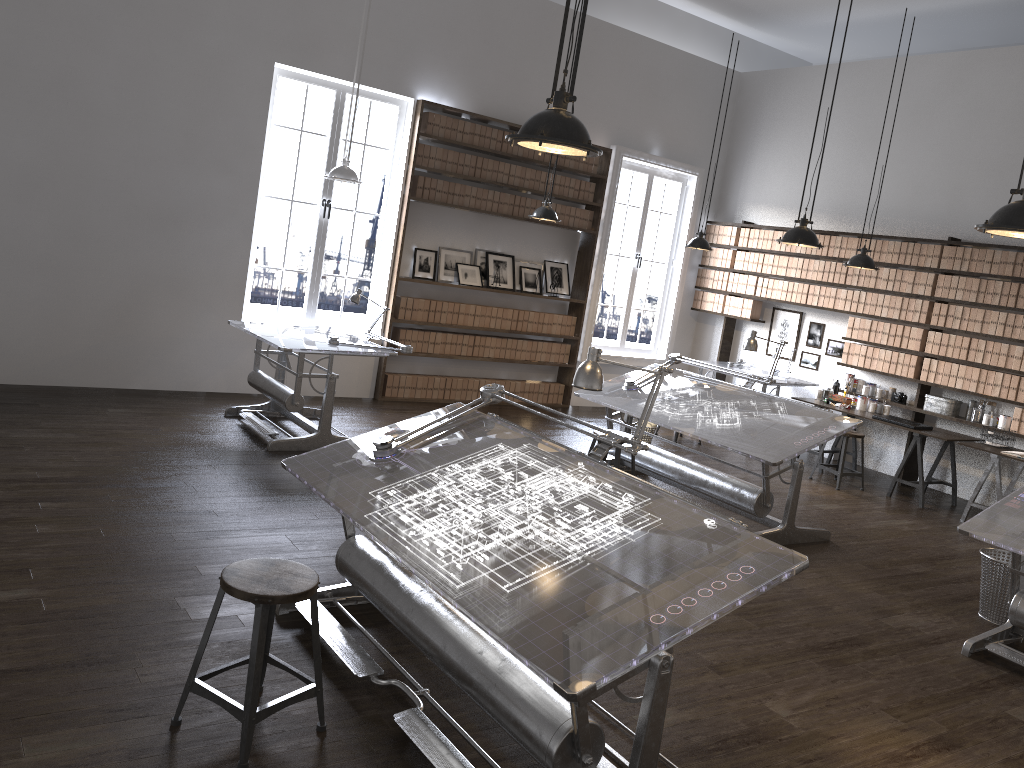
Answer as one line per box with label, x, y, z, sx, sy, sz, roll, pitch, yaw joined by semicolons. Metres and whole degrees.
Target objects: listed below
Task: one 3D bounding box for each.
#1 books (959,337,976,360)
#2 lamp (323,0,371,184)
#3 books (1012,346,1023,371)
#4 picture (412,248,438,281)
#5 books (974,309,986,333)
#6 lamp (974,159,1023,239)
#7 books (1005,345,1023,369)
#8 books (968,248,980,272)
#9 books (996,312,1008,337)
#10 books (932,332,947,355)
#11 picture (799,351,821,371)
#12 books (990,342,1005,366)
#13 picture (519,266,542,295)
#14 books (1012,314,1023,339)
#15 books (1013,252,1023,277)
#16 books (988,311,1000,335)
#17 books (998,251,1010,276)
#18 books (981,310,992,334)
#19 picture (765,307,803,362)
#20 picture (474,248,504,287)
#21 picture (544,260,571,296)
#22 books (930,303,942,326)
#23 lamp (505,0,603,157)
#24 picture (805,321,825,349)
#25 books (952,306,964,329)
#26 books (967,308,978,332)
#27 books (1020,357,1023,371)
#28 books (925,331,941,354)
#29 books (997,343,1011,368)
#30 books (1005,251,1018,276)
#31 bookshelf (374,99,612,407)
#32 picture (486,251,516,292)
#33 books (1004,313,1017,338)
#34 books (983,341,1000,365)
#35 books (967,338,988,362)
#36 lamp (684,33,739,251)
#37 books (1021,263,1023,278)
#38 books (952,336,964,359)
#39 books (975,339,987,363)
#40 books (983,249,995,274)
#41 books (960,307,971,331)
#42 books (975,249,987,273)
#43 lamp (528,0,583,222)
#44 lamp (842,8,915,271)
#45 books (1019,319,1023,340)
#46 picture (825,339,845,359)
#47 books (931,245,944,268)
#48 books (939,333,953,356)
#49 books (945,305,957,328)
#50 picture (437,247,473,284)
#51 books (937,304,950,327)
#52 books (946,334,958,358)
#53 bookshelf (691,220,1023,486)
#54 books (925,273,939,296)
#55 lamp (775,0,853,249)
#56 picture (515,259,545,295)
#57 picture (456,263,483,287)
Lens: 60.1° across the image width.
books;4.305;-0.323;8.332;0.174;0.225;0.067;4;7;-35
lamp;-1.163;-2.709;6.910;0.312;2.241;0.312;13;7;34
books;4.578;-0.221;7.940;0.174;0.224;0.067;4;7;-35
picture;-0.906;-1.245;9.218;0.266;0.313;0.058;4;7;-35
books;4.393;-0.577;8.240;0.174;0.225;0.067;4;7;-35
lamp;1.989;-1.624;3.044;0.312;2.254;0.313;8;6;-11
books;4.544;-0.234;7.992;0.174;0.224;0.067;4;7;-35
books;4.389;-1.153;8.331;0.174;0.224;0.067;4;7;-35
books;4.507;-0.535;8.077;0.174;0.225;0.067;4;7;-35
books;4.150;-0.381;8.555;0.174;0.224;0.067;4;7;-35
picture;3.349;-0.262;9.957;0.023;0.182;0.253;5;8;-35
books;4.470;-0.262;8.102;0.174;0.224;0.067;4;7;-35
picture;0.212;-1.161;9.942;0.289;0.289;0.128;4;8;-35
books;4.590;-0.505;7.967;0.174;0.224;0.067;4;7;-35
books;4.617;-1.067;7.998;0.174;0.224;0.067;4;7;-35
books;4.468;-0.550;8.137;0.174;0.224;0.067;4;7;-35
books;4.541;-1.095;8.106;0.174;0.224;0.067;4;7;-35
books;4.434;-0.563;8.189;0.174;0.224;0.067;4;7;-35
picture;3.150;-0.579;10.259;0.040;0.572;0.418;5;8;-35
picture;-0.252;-1.251;9.654;0.368;0.404;0.092;4;7;-35
picture;0.519;-1.215;10.161;0.342;0.362;0.162;4;8;-35
books;4.158;-0.667;8.593;0.174;0.224;0.067;4;7;-35
lamp;0.307;-1.848;2.704;0.312;2.241;0.312;13;7;34
picture;3.401;-0.547;9.921;0.022;0.283;0.203;5;8;-36
books;4.277;-0.621;8.411;0.174;0.224;0.067;4;7;-35
books;4.360;-0.591;8.299;0.174;0.224;0.067;4;7;-35
books;4.617;-0.206;7.880;0.174;0.225;0.067;4;7;-35
books;4.112;-0.396;8.616;0.174;0.224;0.067;4;7;-35
books;4.503;-0.248;8.044;0.174;0.225;0.067;4;7;-35
books;4.575;-1.081;8.049;0.174;0.225;0.067;4;7;-35
bookshelf;-0.274;-0.937;9.664;2.468;3.705;0.415;5;7;-35
picture;-0.122;-1.228;9.685;0.372;0.389;0.150;4;8;-35
books;4.549;-0.520;8.022;0.174;0.224;0.067;4;7;-35
books;4.431;-0.277;8.159;0.174;0.224;0.067;4;7;-35
books;4.352;-0.307;8.275;0.174;0.224;0.067;4;7;-35
lamp;2.148;-2.530;9.256;0.312;2.241;0.312;13;7;34
books;4.657;-1.052;7.941;0.174;0.224;0.067;4;7;-35
books;4.268;-0.338;8.396;0.174;0.224;0.067;4;7;-35
books;4.388;-0.292;8.214;0.174;0.224;0.067;4;7;-35
books;4.463;-1.124;8.214;0.174;0.225;0.067;4;7;-35
books;4.320;-0.606;8.356;0.174;0.224;0.067;4;7;-35
books;4.426;-1.138;8.273;0.174;0.224;0.067;4;7;-35
lamp;0.475;-2.621;8.076;0.312;2.241;0.312;13;7;34
lamp;3.242;-2.121;7.679;0.312;2.241;0.312;13;7;34
books;4.626;-0.490;7.908;0.174;0.224;0.067;4;7;-35
picture;3.551;-0.385;9.688;0.023;0.182;0.253;5;8;-35
books;4.178;-1.230;8.625;0.174;0.224;0.067;4;7;-35
books;4.190;-0.366;8.496;0.174;0.225;0.067;4;7;-35
books;4.241;-0.636;8.472;0.174;0.224;0.067;4;7;-35
picture;-0.603;-1.249;9.405;0.414;0.363;0.084;4;8;-35
books;4.195;-0.652;8.529;0.174;0.225;0.067;4;7;-35
books;4.229;-0.352;8.448;0.174;0.224;0.067;4;7;-35
bookshelf;4.895;0.463;7.556;0.372;3.190;9.249;5;9;-35
books;4.131;-0.961;8.658;0.174;0.225;0.067;4;7;-35
lamp;2.078;-2.019;5.751;0.312;2.241;0.313;8;6;-15
picture;0.184;-1.204;9.965;0.433;0.359;0.096;4;8;-35
picture;-0.451;-1.158;9.436;0.299;0.228;0.145;4;8;-35
